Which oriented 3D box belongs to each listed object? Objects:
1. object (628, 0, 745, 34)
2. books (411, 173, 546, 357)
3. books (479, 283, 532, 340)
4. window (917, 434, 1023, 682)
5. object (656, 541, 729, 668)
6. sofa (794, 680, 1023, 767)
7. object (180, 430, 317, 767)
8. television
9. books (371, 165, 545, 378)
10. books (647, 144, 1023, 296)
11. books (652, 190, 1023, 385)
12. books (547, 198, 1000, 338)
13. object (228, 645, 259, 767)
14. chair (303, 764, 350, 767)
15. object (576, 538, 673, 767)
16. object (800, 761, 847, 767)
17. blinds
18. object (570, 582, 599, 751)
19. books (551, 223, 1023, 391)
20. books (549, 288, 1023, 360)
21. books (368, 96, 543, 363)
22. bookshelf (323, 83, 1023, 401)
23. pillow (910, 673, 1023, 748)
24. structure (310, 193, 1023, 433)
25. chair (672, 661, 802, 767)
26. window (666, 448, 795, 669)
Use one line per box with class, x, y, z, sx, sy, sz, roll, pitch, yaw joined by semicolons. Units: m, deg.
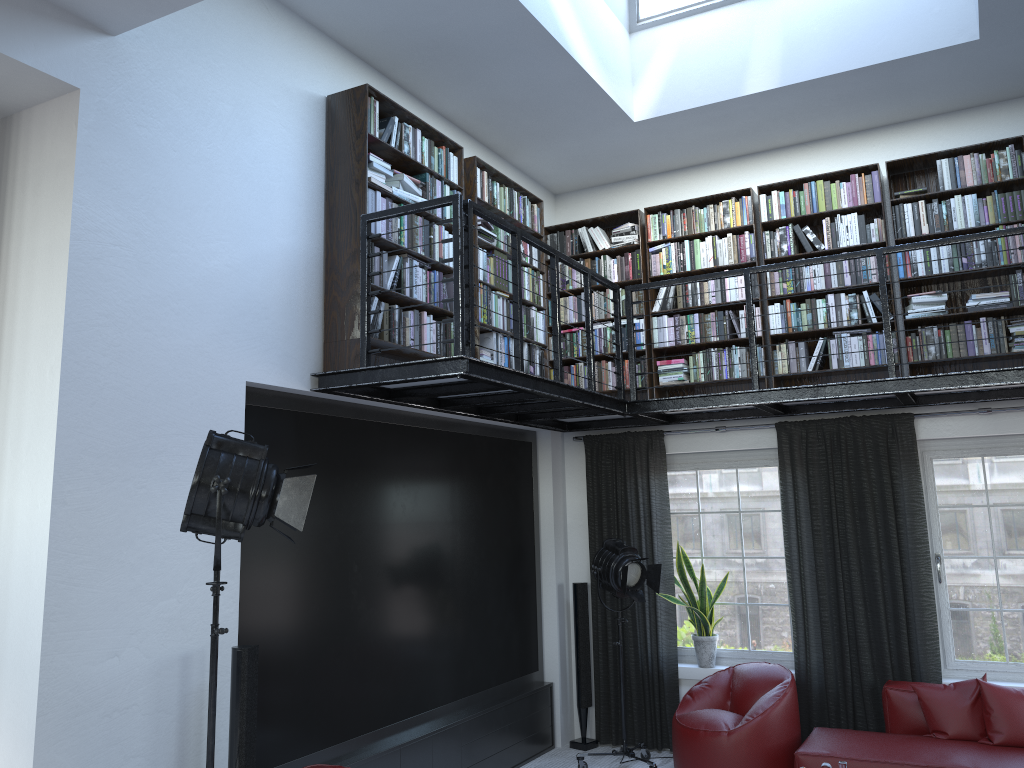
object;1.572;-3.064;5.599;2.217;0.638;1.180;-6;-10;28
books;1.607;-0.828;5.141;4.328;1.147;1.591;-6;-10;27
books;1.740;-0.935;5.358;4.375;1.414;1.164;-6;-11;28
window;3.379;1.140;5.870;1.165;1.616;0.132;-7;-12;27
object;1.271;1.639;6.635;0.551;0.946;0.524;-9;-13;38
sofa;2.460;2.016;4.118;2.537;0.660;3.264;-6;-10;28
object;-0.990;0.956;3.225;0.544;1.589;0.607;2;-11;-18
television;-0.546;1.390;5.562;0.116;2.443;3.337;-7;-11;28
books;1.470;-0.996;4.898;4.369;1.418;2.195;-6;-10;27
books;2.294;-1.073;6.508;2.632;0.833;0.212;-6;-11;28
books;2.639;-0.675;6.257;3.385;1.130;0.239;-6;-11;27
books;2.298;-0.781;6.441;4.433;1.406;0.241;-6;-11;28
object;-1.165;1.752;3.763;0.157;1.229;0.156;-3;-11;9
chair;-0.519;1.997;3.745;0.830;0.716;0.825;-3;-9;7
object;1.864;1.833;6.048;2.904;1.589;0.748;-3;-10;12
object;1.636;1.992;4.333;1.006;0.296;0.510;-7;-10;31
blinds;1.702;1.478;6.477;2.503;2.402;0.124;-6;-12;28
object;0.536;2.171;6.876;0.157;1.229;0.157;-11;-14;43
books;2.055;-0.851;6.032;4.426;1.438;1.279;-6;-11;29
books;2.301;-0.792;6.446;4.428;1.421;0.226;-6;-11;27
books;-0.385;-0.819;5.845;0.314;1.432;2.196;-7;-11;28
bookshelf;1.660;-0.879;5.242;4.467;1.627;3.074;-6;-10;28
pillow;3.263;1.853;4.770;0.982;0.404;1.945;2;-9;-19
structure;1.336;0.679;4.275;4.480;3.376;4.594;-6;-10;28
chair;1.485;2.266;5.902;0.830;0.716;0.825;0;-10;-10
window;1.613;1.322;6.796;1.165;1.616;0.132;-7;-12;27
